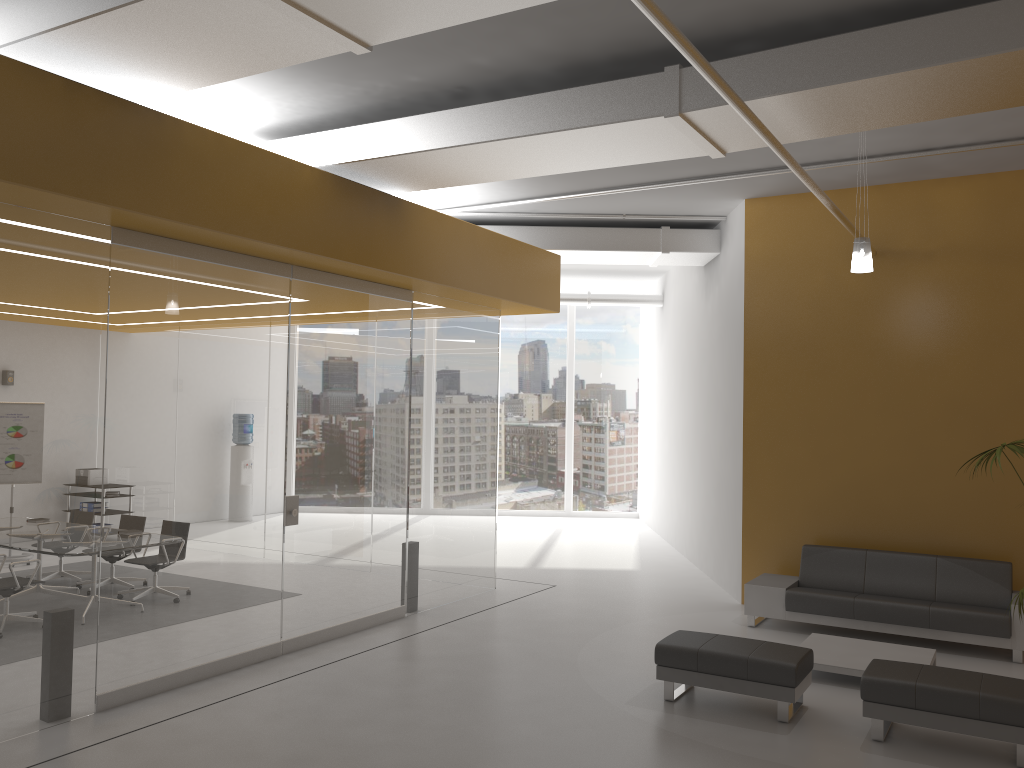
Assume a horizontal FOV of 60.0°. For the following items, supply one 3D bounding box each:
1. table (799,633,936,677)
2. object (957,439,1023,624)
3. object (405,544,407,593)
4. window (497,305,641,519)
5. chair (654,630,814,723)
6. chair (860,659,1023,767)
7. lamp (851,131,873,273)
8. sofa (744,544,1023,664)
[{"bbox_3d":[2.856,2.272,7.217,1.000,0.150,1.000,0,-2,30],"label":"table"},{"bbox_3d":[3.761,1.350,6.222,0.912,1.956,1.222,2,-2,-19],"label":"object"},{"bbox_3d":[-1.070,1.990,9.170,0.124,0.706,0.152,0,-2,25],"label":"object"},{"bbox_3d":[-0.248,0.405,17.937,8.533,4.498,0.100,1,-2,0],"label":"window"},{"bbox_3d":[1.599,2.085,6.398,1.012,0.423,0.575,0,-2,30],"label":"chair"},{"bbox_3d":[2.805,2.082,5.670,1.012,0.423,0.575,0,-2,30],"label":"chair"},{"bbox_3d":[2.892,-1.539,7.322,0.174,1.227,0.174,2,-2,-19],"label":"lamp"},{"bbox_3d":[3.513,2.020,8.449,2.400,0.761,0.860,0,-2,30],"label":"sofa"}]
